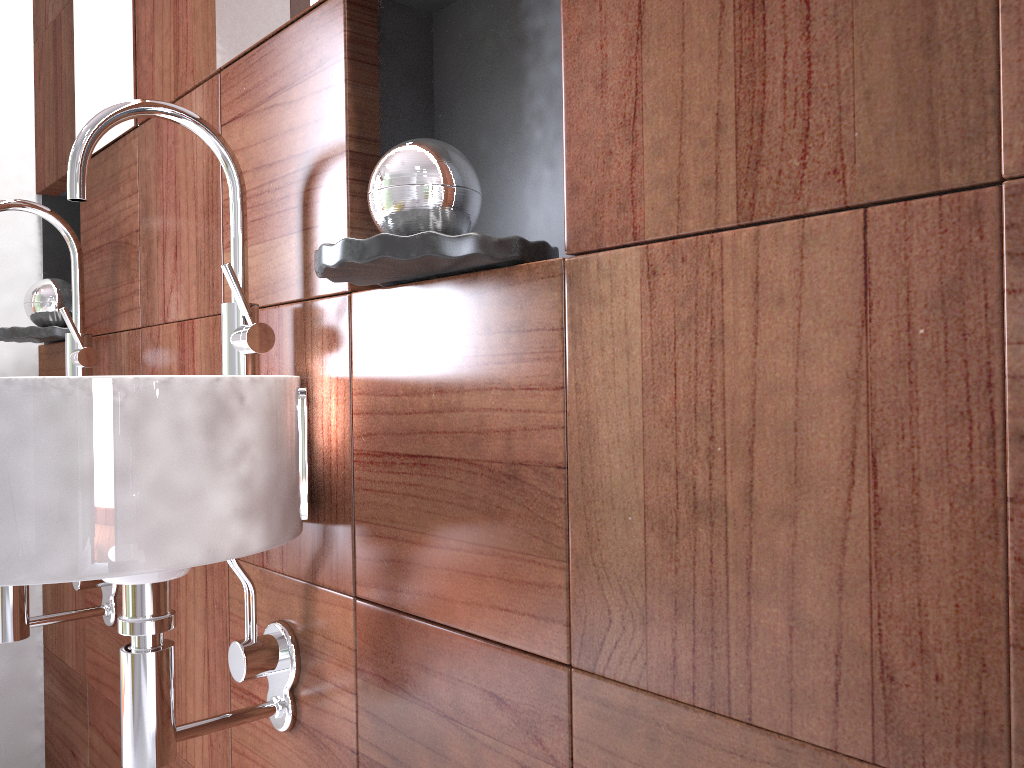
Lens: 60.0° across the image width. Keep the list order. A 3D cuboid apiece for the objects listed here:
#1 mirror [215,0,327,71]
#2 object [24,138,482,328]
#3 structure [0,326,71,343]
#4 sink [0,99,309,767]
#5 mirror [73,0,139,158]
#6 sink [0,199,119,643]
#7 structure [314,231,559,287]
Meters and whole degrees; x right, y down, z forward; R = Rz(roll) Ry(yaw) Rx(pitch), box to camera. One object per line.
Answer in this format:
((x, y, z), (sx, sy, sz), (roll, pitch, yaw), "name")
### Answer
((-0.283, -0.729, 1.042), (0.010, 0.635, 0.316), (-1, 0, -41), "mirror")
((-0.489, -0.163, 1.273), (0.104, 0.104, 1.350), (-1, 0, -41), "object")
((-0.893, -0.096, 1.754), (0.222, 0.023, 0.220), (-1, 0, 9), "structure")
((-0.428, 0.053, 0.910), (0.417, 0.715, 0.415), (-1, 0, -41), "sink")
((-0.701, -0.722, 1.519), (0.010, 0.635, 0.316), (-1, 0, -41), "mirror")
((-0.845, 0.060, 1.385), (0.417, 0.715, 0.415), (-1, 0, -41), "sink")
((-0.068, -0.110, 0.812), (0.220, 0.023, 0.222), (-1, 0, 39), "structure")
